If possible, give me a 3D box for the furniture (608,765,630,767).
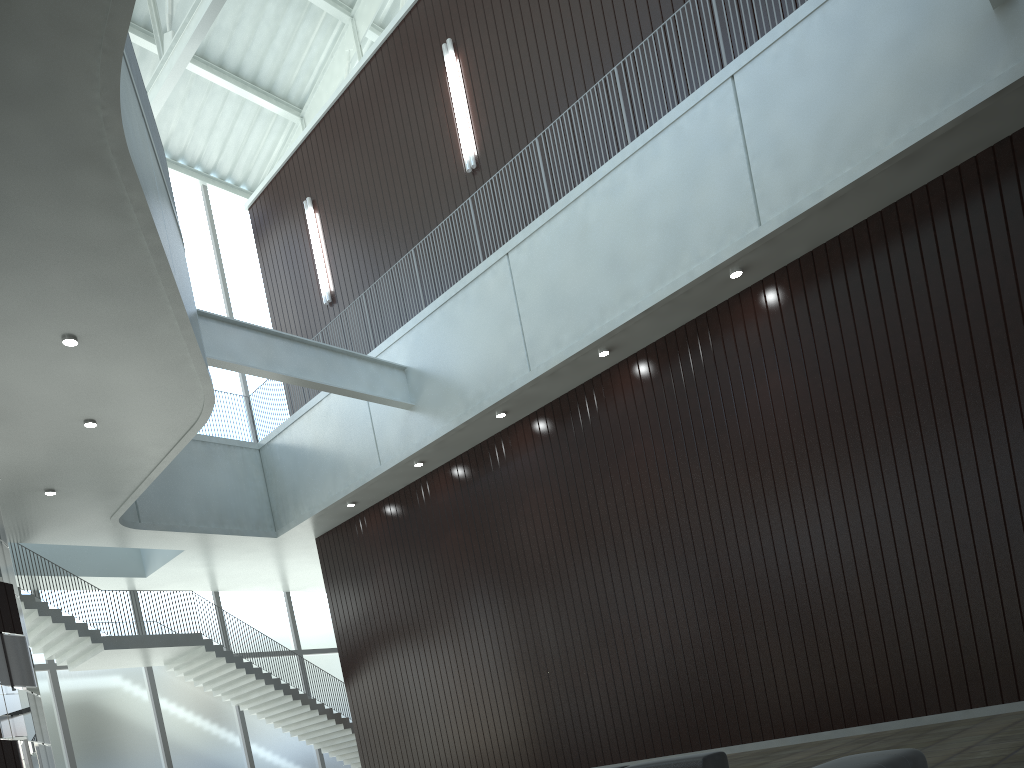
[{"bbox_3d":[3.315,17.829,35.726,2.127,1.022,4.358,8,-29,-44],"label":"furniture"}]

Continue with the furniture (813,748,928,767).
[{"bbox_3d":[7.558,8.917,17.778,2.305,1.018,4.026,-26,-27,37],"label":"furniture"}]

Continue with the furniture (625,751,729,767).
[{"bbox_3d":[6.557,15.788,32.616,2.127,1.022,4.358,8,-29,-44],"label":"furniture"}]
